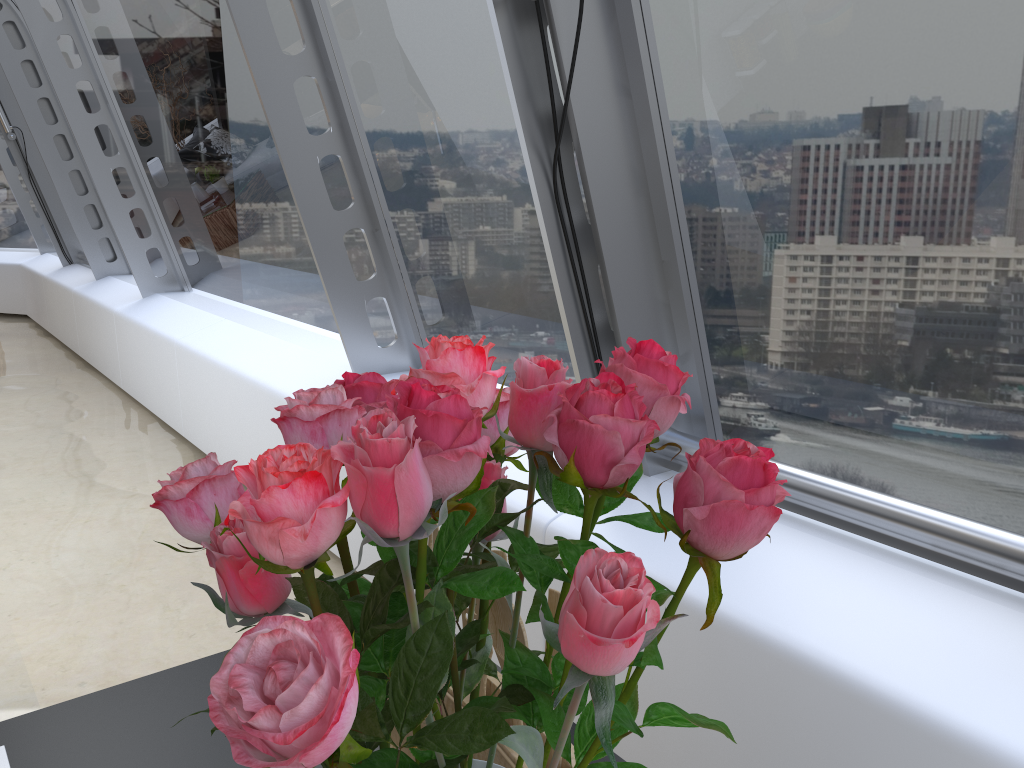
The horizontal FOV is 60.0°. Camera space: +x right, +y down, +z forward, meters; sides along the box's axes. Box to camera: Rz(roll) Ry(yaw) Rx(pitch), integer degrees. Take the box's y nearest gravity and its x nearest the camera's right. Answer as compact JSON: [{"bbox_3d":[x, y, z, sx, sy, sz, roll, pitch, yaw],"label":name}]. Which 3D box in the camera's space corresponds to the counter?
[{"bbox_3d":[-1.426,0.725,0.020,3.800,0.018,1.006,-10,16,-35],"label":"counter"}]

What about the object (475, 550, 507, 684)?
[{"bbox_3d":[-0.035,0.322,0.980,0.040,0.299,0.061,-10,16,-36],"label":"object"}]

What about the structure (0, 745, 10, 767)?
[{"bbox_3d":[-0.727,0.566,0.707,0.640,0.041,0.562,-10,16,-35],"label":"structure"}]

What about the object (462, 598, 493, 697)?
[{"bbox_3d":[-0.032,0.331,0.942,0.019,0.299,0.057,-10,16,-34],"label":"object"}]

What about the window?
[{"bbox_3d":[-7.659,-0.052,1.029,16.693,3.674,16.171,-13,18,-41],"label":"window"}]

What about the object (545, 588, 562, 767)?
[{"bbox_3d":[0.043,0.347,0.873,0.030,0.294,0.057,-10,16,-34],"label":"object"}]

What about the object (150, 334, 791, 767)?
[{"bbox_3d":[-0.035,0.267,0.566,0.327,0.596,0.350,-8,15,-28],"label":"object"}]

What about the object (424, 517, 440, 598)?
[{"bbox_3d":[-0.103,0.299,1.076,0.027,0.299,0.055,-10,16,-34],"label":"object"}]

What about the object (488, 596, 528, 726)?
[{"bbox_3d":[0.007,0.343,0.893,0.039,0.298,0.068,-10,16,-34],"label":"object"}]

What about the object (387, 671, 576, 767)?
[{"bbox_3d":[-0.043,0.400,0.993,0.084,0.157,0.353,-10,16,-34],"label":"object"}]
